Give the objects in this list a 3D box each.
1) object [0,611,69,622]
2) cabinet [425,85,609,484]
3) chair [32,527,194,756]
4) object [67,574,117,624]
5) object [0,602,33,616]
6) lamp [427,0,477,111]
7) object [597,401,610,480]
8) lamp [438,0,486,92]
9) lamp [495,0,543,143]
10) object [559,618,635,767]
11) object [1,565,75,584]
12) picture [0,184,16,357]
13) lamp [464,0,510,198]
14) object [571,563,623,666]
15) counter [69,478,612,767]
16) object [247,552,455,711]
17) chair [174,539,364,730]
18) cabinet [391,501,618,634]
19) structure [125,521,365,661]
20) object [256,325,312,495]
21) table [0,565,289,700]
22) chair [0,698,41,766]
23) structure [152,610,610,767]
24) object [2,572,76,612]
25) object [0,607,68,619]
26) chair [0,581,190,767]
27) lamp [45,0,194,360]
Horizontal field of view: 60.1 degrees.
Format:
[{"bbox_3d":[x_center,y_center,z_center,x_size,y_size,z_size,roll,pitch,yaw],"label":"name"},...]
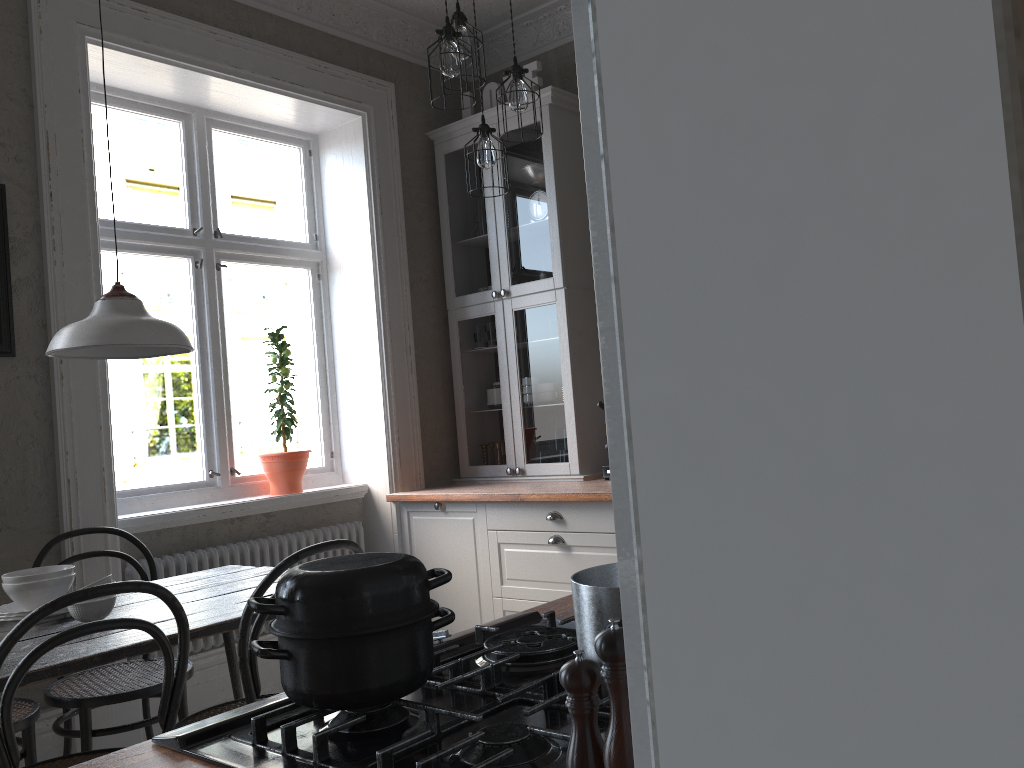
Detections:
[{"bbox_3d":[-1.317,0.643,2.480,0.242,0.027,0.233,-3,-3,-32],"label":"object"},{"bbox_3d":[0.063,-0.441,4.633,0.861,1.920,0.396,-6,-3,40],"label":"cabinet"},{"bbox_3d":[-1.303,0.946,2.919,0.447,0.920,0.538,-3,-3,-37],"label":"chair"},{"bbox_3d":[-1.131,0.578,2.379,0.130,0.119,0.122,-3,-2,-34],"label":"object"},{"bbox_3d":[-1.319,0.626,2.481,0.241,0.027,0.233,-4,-2,-27],"label":"object"},{"bbox_3d":[-0.256,-1.768,2.883,0.147,1.734,0.146,-4,-2,-3],"label":"lamp"},{"bbox_3d":[0.522,0.257,4.130,0.201,0.370,0.360,-6,-3,40],"label":"object"},{"bbox_3d":[-0.234,-1.894,3.071,0.144,1.734,0.149,-6,-2,27],"label":"lamp"},{"bbox_3d":[-0.036,-1.727,3.118,0.144,1.734,0.149,-6,-2,27],"label":"lamp"},{"bbox_3d":[0.071,0.264,0.687,0.071,0.166,0.036,-6,-3,40],"label":"object"},{"bbox_3d":[-1.323,0.570,2.482,0.176,0.094,0.183,-6,-2,31],"label":"object"},{"bbox_3d":[-1.956,-0.398,2.948,0.019,0.619,0.532,-6,-3,40],"label":"picture"},{"bbox_3d":[-0.152,-1.554,3.225,0.146,1.734,0.147,-5,-2,7],"label":"lamp"},{"bbox_3d":[0.176,0.254,1.013,0.176,0.134,0.300,-4,-2,-15],"label":"object"},{"bbox_3d":[0.040,0.446,2.742,3.095,0.039,3.462,-6,-3,40],"label":"counter"},{"bbox_3d":[-0.177,0.275,1.004,0.188,0.147,0.195,-5,-2,20],"label":"object"},{"bbox_3d":[-0.632,0.868,2.305,0.538,0.920,0.447,-6,-3,37],"label":"chair"},{"bbox_3d":[0.508,0.813,2.560,1.994,0.854,4.183,-5,-2,-3],"label":"cabinet"},{"bbox_3d":[-1.137,0.913,4.005,0.146,0.428,1.248,-6,-3,38],"label":"structure"},{"bbox_3d":[-1.119,0.123,4.293,0.264,0.813,0.256,-4,-2,-23],"label":"object"},{"bbox_3d":[-1.282,1.011,2.228,0.886,0.735,1.960,-6,-3,40],"label":"table"},{"bbox_3d":[-1.637,0.959,2.551,0.538,0.920,0.447,-6,-3,37],"label":"chair"},{"bbox_3d":[-0.019,0.354,1.064,0.486,0.031,0.618,-6,-3,40],"label":"structure"},{"bbox_3d":[-1.322,0.590,2.482,0.176,0.094,0.183,-6,-2,31],"label":"object"},{"bbox_3d":[-1.318,0.634,2.480,0.236,0.027,0.239,-5,-2,8],"label":"object"},{"bbox_3d":[-0.964,0.881,1.939,0.447,0.920,0.537,-3,-3,-42],"label":"chair"},{"bbox_3d":[-1.179,-1.009,2.543,0.387,1.858,0.371,-3,-3,-43],"label":"lamp"}]
